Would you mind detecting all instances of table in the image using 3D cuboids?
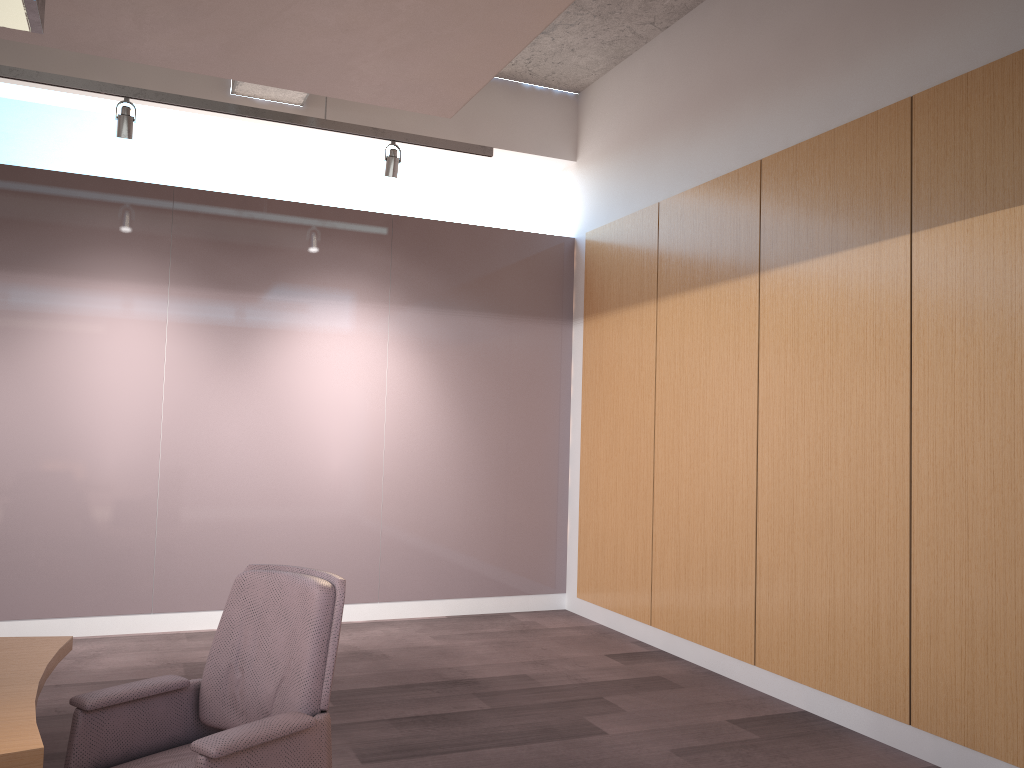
[{"bbox_3d":[-4.795,0.907,0.595,8.000,0.748,1.885,3,-4,-23],"label":"table"}]

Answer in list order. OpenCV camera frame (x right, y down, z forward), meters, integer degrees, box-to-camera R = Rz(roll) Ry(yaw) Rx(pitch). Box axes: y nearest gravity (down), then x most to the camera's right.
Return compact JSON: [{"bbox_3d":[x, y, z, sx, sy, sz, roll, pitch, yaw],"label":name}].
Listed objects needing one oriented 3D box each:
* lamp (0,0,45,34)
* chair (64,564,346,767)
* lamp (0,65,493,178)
[{"bbox_3d":[-4.358,-2.022,0.906,6.974,1.864,0.200,3,-4,-23],"label":"lamp"},{"bbox_3d":[-4.893,0.801,0.567,9.673,0.948,3.001,3,-4,-22],"label":"chair"},{"bbox_3d":[-4.430,-2.299,0.844,12.467,1.321,5.699,3,-4,-23],"label":"lamp"}]
